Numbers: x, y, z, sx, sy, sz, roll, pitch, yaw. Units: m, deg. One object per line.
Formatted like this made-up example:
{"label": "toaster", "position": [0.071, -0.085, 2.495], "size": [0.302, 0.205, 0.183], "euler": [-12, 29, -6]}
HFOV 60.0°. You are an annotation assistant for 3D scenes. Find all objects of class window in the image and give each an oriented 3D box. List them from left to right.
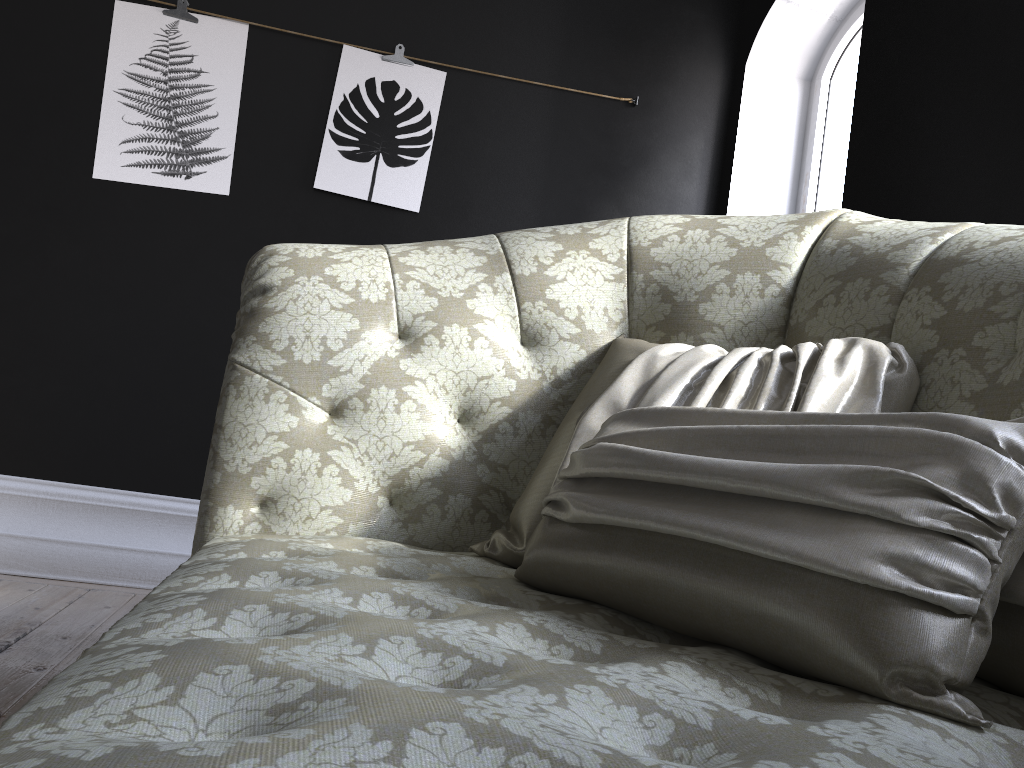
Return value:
{"label": "window", "position": [1.326, -0.761, 3.300], "size": [0.112, 1.454, 0.741], "euler": [9, -5, -13]}

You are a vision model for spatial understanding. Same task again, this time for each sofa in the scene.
{"label": "sofa", "position": [0.466, 0.145, 0.562], "size": [1.607, 1.159, 2.816], "euler": [9, -6, -12]}

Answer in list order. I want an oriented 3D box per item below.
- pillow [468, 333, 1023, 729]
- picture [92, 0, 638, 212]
{"label": "pillow", "position": [0.301, 0.079, 1.022], "size": [0.529, 0.415, 1.106], "euler": [9, -6, -13]}
{"label": "picture", "position": [-1.686, -1.155, 3.105], "size": [4.460, 0.770, 0.058], "euler": [10, -5, -13]}
